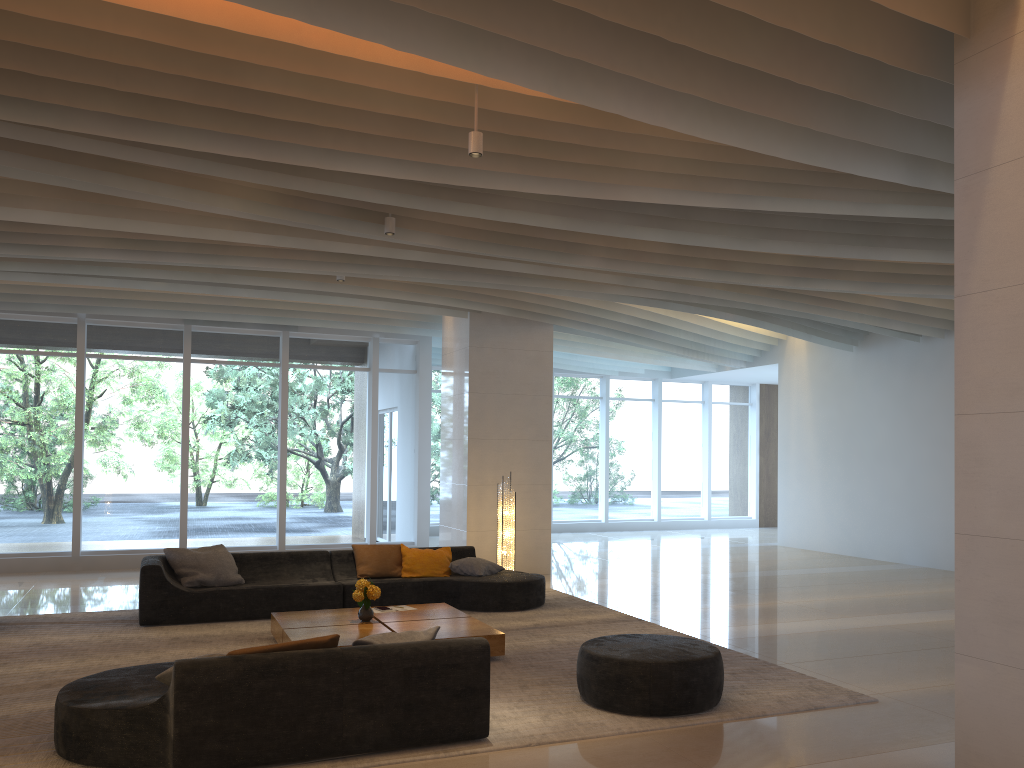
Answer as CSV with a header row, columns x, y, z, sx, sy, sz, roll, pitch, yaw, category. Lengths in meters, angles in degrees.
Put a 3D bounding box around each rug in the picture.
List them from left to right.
x,y,z,sx,sy,sz,roll,pitch,yaw,category
-6.063,1.991,5.293,16.429,0.022,5.456,3,-5,-23,rug

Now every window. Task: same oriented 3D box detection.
x,y,z,sx,sy,sz,roll,pitch,yaw,category
-9.489,0.371,8.404,21.815,3.213,55.435,-2,-6,33,window

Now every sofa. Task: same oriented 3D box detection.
x,y,z,sx,sy,sz,roll,pitch,yaw,category
-1.401,1.740,5.182,2.282,0.575,1.341,3,-5,-23,sofa
-1.695,2.087,9.427,4.223,0.581,1.329,2,-4,-16,sofa

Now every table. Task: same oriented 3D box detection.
x,y,z,sx,sy,sz,roll,pitch,yaw,category
-1.095,2.111,7.433,1.621,0.219,1.584,3,-5,-23,table

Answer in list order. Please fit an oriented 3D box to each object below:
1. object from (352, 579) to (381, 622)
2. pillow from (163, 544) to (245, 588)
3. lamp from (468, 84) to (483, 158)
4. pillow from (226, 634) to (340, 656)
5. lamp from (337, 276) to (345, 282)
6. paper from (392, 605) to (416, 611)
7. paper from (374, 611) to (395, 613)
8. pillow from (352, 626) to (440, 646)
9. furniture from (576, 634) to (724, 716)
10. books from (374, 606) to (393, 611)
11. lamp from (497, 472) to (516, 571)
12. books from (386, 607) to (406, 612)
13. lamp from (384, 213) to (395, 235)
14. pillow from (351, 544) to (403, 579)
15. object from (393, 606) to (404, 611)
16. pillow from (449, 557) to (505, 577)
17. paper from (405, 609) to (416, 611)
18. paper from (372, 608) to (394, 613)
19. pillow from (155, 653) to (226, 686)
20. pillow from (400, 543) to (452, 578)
x,y,z,sx,sy,sz,roll,pitch,yaw,category
-1.232,1.815,7.485,0.239,0.376,0.263,2,-3,-20,object
-3.120,1.844,8.997,0.651,0.377,0.538,5,-5,-44,pillow
-0.218,-2.173,5.537,0.088,1.503,0.090,0,-2,22,lamp
-1.263,1.557,4.887,0.612,0.391,0.393,2,-3,-20,pillow
-1.828,-1.857,9.533,0.088,1.503,0.090,0,-2,22,lamp
-1.009,2.060,8.154,0.189,0.001,0.253,4,-6,-36,paper
-1.190,2.049,8.039,0.200,0.001,0.259,4,-6,-31,paper
-0.707,1.586,5.242,0.572,0.344,0.452,2,-4,-24,pillow
0.927,1.940,5.979,0.991,0.363,0.978,2,-4,-13,furniture
-1.172,2.042,8.059,0.113,0.011,0.179,4,-6,-32,books
-0.072,1.822,11.089,0.253,1.448,0.247,1,-2,-23,lamp
-1.095,2.050,8.087,0.216,0.011,0.178,5,-6,-41,books
-1.024,-2.017,7.516,0.088,1.503,0.090,0,-2,22,lamp
-1.434,1.948,9.694,0.584,0.373,0.366,2,-4,-24,pillow
-1.055,2.050,8.123,0.107,0.014,0.178,5,-6,-41,object
-0.391,2.056,9.933,0.433,0.208,0.596,-2,-5,27,pillow
-1.009,2.061,8.154,0.193,0.001,0.256,4,-6,-35,paper
-1.187,2.049,8.044,0.189,0.001,0.253,3,-6,-30,paper
-1.647,1.592,4.912,0.425,0.246,0.476,0,-4,13,pillow
-0.946,1.981,9.841,0.612,0.402,0.471,2,-4,-16,pillow
